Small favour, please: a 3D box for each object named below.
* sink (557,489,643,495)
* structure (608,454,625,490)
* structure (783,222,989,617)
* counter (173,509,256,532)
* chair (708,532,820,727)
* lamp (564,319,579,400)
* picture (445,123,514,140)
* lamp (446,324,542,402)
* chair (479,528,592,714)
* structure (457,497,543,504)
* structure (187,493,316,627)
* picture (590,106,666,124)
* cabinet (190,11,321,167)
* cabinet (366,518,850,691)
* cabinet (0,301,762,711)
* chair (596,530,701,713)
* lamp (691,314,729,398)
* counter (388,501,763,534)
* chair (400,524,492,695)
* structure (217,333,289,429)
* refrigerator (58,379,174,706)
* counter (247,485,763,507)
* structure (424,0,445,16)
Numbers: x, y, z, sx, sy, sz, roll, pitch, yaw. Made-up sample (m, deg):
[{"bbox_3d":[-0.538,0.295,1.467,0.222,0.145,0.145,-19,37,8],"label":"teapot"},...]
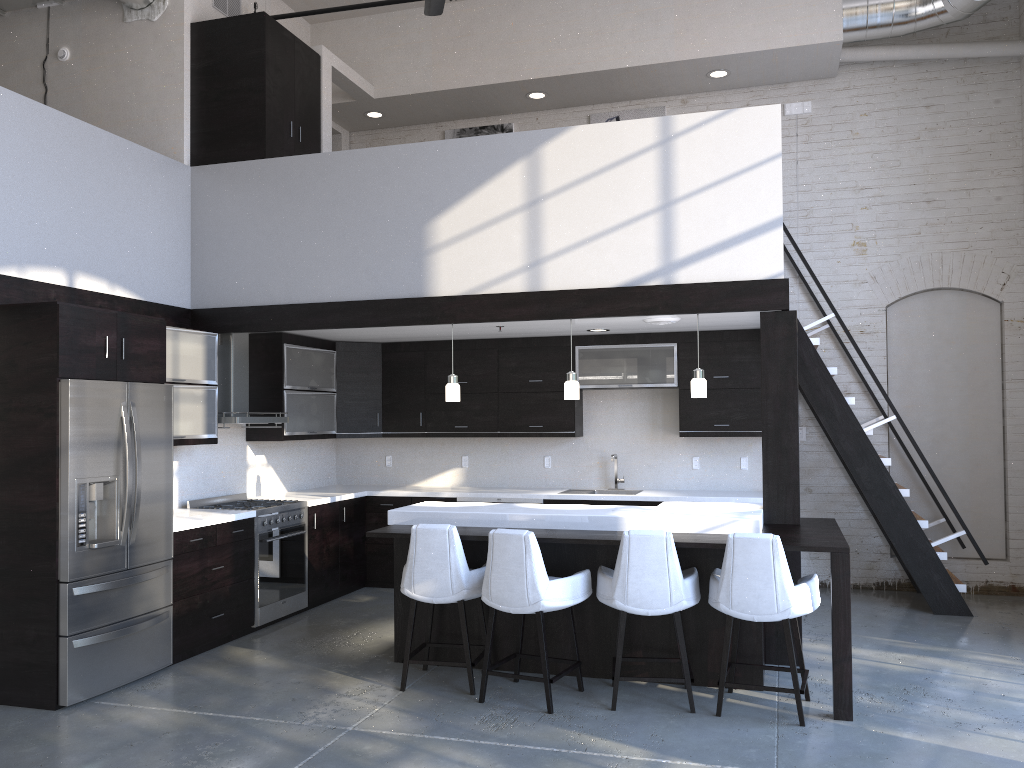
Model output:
[{"bbox_3d":[0.785,1.033,7.802,0.677,0.168,0.475,-1,-2,17],"label":"sink"},{"bbox_3d":[0.925,0.796,7.980,0.149,0.328,0.224,-1,-2,17],"label":"structure"},{"bbox_3d":[2.958,0.254,7.453,1.662,3.185,0.929,-1,-2,17],"label":"structure"},{"bbox_3d":[-2.313,0.931,6.092,0.676,0.047,0.919,-1,-2,17],"label":"counter"},{"bbox_3d":[1.312,1.258,4.683,0.579,0.984,0.501,-1,-2,23],"label":"chair"},{"bbox_3d":[0.403,-0.205,6.014,0.100,0.623,0.100,-1,-2,23],"label":"lamp"},{"bbox_3d":[-0.329,-2.023,9.014,0.731,1.183,0.049,-1,-2,17],"label":"picture"},{"bbox_3d":[-0.103,-0.155,7.133,0.124,0.623,1.953,-1,-2,19],"label":"lamp"},{"bbox_3d":[0.096,1.277,4.909,0.579,0.984,0.501,-1,-2,28],"label":"chair"},{"bbox_3d":[-0.006,1.403,8.081,0.784,0.789,0.783,-1,-2,17],"label":"structure"},{"bbox_3d":[-1.998,1.331,6.910,0.621,0.902,0.844,-1,-2,17],"label":"structure"},{"bbox_3d":[1.126,-2.052,8.571,0.731,1.183,0.049,-1,-2,17],"label":"picture"},{"bbox_3d":[-2.049,-1.688,7.182,0.684,2.232,0.837,-1,-2,17],"label":"cabinet"},{"bbox_3d":[0.623,1.332,5.511,2.691,0.910,1.371,-1,-2,17],"label":"cabinet"},{"bbox_3d":[-0.380,0.672,6.354,4.232,2.314,4.277,-1,-2,17],"label":"cabinet"},{"bbox_3d":[0.745,1.269,4.850,0.579,0.984,0.501,-1,-2,8],"label":"chair"},{"bbox_3d":[1.497,-0.188,6.646,0.124,0.623,1.949,-1,-2,17],"label":"lamp"},{"bbox_3d":[0.445,0.848,5.782,2.293,0.095,0.977,-1,-2,17],"label":"counter"},{"bbox_3d":[-0.392,1.292,5.198,0.579,0.984,0.501,-1,-2,13],"label":"chair"},{"bbox_3d":[-2.144,-0.118,6.939,0.489,0.930,0.727,-1,-2,17],"label":"structure"},{"bbox_3d":[-2.567,0.881,5.241,0.821,1.771,0.853,-1,-2,17],"label":"refrigerator"},{"bbox_3d":[-0.007,0.971,7.553,4.238,0.045,1.710,-1,-2,17],"label":"counter"},{"bbox_3d":[-0.471,-3.205,6.225,1.368,0.863,1.190,-1,-2,7],"label":"structure"}]
